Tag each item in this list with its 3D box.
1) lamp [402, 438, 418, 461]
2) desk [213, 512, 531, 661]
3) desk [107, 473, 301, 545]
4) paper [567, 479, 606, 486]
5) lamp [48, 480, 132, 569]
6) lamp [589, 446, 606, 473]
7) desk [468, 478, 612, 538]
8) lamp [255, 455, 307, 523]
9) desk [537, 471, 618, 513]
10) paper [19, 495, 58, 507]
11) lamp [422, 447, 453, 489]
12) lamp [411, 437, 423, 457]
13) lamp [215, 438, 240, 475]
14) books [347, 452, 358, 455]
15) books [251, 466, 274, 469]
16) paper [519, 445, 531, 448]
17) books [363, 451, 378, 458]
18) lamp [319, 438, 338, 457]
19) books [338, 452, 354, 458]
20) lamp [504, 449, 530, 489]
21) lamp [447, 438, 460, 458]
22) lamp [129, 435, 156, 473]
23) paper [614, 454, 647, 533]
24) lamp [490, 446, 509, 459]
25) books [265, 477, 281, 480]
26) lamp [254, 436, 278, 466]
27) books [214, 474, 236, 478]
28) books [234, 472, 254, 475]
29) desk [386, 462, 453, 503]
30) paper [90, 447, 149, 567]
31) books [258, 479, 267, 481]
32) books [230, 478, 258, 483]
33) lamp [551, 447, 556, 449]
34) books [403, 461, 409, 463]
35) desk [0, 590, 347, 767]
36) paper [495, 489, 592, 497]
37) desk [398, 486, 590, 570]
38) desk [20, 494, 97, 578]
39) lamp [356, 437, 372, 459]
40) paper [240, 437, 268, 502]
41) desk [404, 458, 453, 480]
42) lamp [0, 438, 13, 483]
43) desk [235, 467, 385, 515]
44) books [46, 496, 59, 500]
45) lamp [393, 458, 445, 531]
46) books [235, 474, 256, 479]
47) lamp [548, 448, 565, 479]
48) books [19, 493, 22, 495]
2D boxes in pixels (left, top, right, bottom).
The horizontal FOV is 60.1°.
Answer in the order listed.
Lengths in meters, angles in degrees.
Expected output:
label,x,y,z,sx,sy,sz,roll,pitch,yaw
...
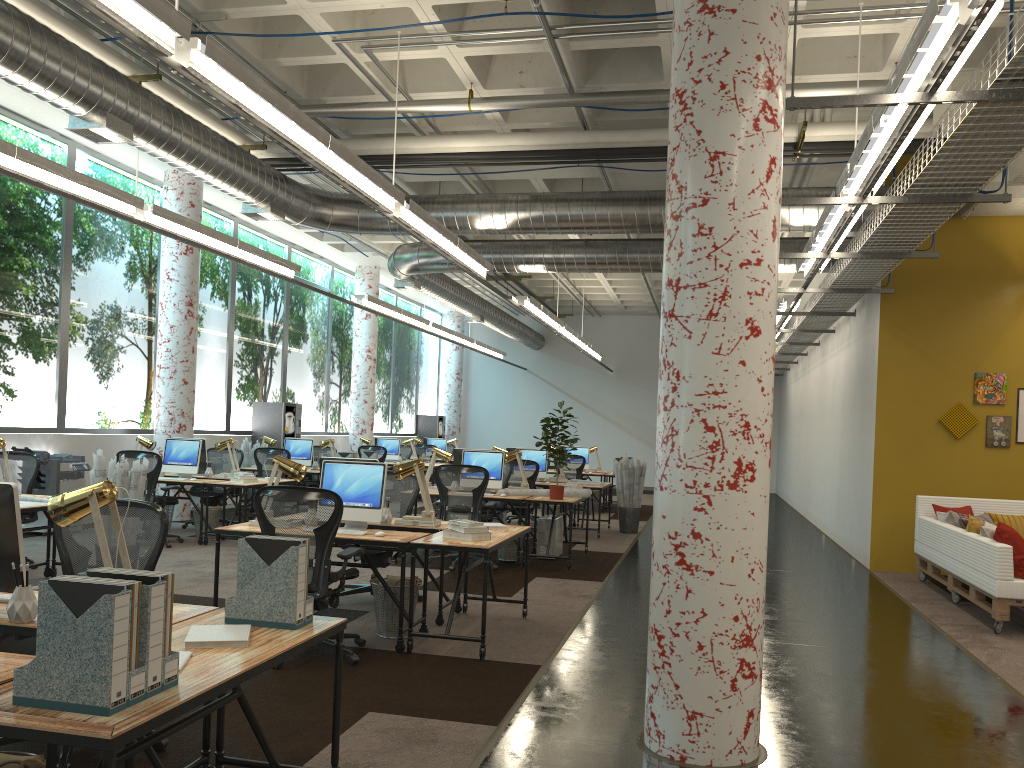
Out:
label,x,y,z,sx,sy,sz,roll,pitch,yaw
lamp,-2.025,1.423,18.230,0.527,0.611,0.219,1,-1,32
desk,-0.956,1.413,6.498,1.939,0.724,1.403,2,-2,13
desk,-3.844,1.535,11.023,1.939,0.724,1.403,2,-2,13
paper,1.096,1.451,13.015,0.567,0.061,0.627,2,-3,10
lamp,-1.459,0.657,3.207,0.527,0.611,0.219,1,-1,32
lamp,1.686,1.528,17.409,0.527,0.611,0.219,1,-1,32
desk,0.448,1.825,13.279,1.939,0.724,1.403,2,-2,13
lamp,-1.715,0.811,6.336,0.527,0.611,0.219,1,-1,32
desk,1.404,2.066,17.143,1.939,0.724,1.403,2,-2,13
paper,-4.014,0.935,7.063,0.567,0.061,0.627,2,-3,10
lamp,-0.922,1.016,10.043,0.527,0.611,0.219,1,-1,32
lamp,-2.363,1.553,20.974,0.527,0.611,0.219,1,-1,32
lamp,-3.565,0.997,11.284,0.527,0.611,0.209,1,-1,32
books,-2.498,1.205,13.604,0.233,0.310,0.068,2,0,13
books,-3.898,1.302,13.900,0.308,0.038,0.226,2,-3,13
paper,0.255,1.819,17.820,0.441,1.198,0.412,2,0,-9
books,-2.311,1.257,14.447,0.233,0.310,0.068,2,0,13
lamp,-2.887,1.184,14.338,0.527,0.611,0.219,1,-1,32
books,-2.530,1.197,13.459,0.233,0.310,0.068,2,0,13
lamp,0.116,1.079,10.466,0.527,0.611,0.209,1,-1,32
lamp,-1.323,1.617,21.402,0.527,0.611,0.219,1,-1,32
lamp,-4.603,0.934,10.860,0.527,0.611,0.219,1,-1,32
paper,1.771,1.648,13.416,0.441,1.198,0.412,2,0,-9
lamp,-0.308,1.223,13.121,0.527,0.611,0.209,1,-1,32
books,-3.050,1.208,11.298,0.200,0.024,0.235,3,-3,-14
lamp,-3.925,1.121,13.915,0.527,0.611,0.209,1,-1,32
books,-3.606,1.177,11.299,0.308,0.038,0.226,2,-3,13
books,-3.201,1.072,10.574,0.185,0.030,0.153,0,-4,40
desk,-2.307,1.961,17.965,1.939,0.724,1.403,2,-2,13
paper,-3.339,1.132,7.465,0.441,1.198,0.412,2,0,-9
books,-3.166,1.189,10.970,0.243,0.019,0.205,3,-3,-10
books,-3.197,1.150,10.557,0.271,0.050,0.201,0,-4,40
lamp,0.646,1.464,16.981,0.527,0.611,0.219,1,-1,32
books,-2.068,1.602,18.241,0.308,0.038,0.226,2,-3,13
desk,-1.740,1.195,2.942,1.939,0.724,1.403,2,-2,13
paper,0.356,1.220,9.934,1.135,0.082,0.083,3,-2,-13
desk,-0.163,1.617,10.206,1.939,0.724,1.403,2,-2,13
desk,-4.662,1.309,7.328,1.939,0.724,1.403,2,-2,13
lamp,-3.066,1.359,17.803,0.527,0.611,0.219,1,-1,32
paper,-4.318,1.475,14.750,0.441,1.198,0.412,2,0,-9
desk,-1.604,2.155,21.137,1.939,0.724,1.403,2,-2,13
lamp,-4.383,0.771,7.589,0.527,0.611,0.209,1,-1,32
desk,-3.168,1.722,14.073,1.939,0.724,1.403,2,-2,13
books,-3.876,0.987,7.667,0.244,0.019,0.205,5,-4,-40
lamp,-0.675,0.875,6.763,0.527,0.611,0.219,1,-1,32
books,-3.191,1.104,10.584,0.193,0.044,0.257,4,-3,-30
lamp,0.727,1.287,13.540,0.527,0.611,0.209,1,-1,32
books,-4.424,0.950,7.604,0.308,0.038,0.226,2,-3,13
